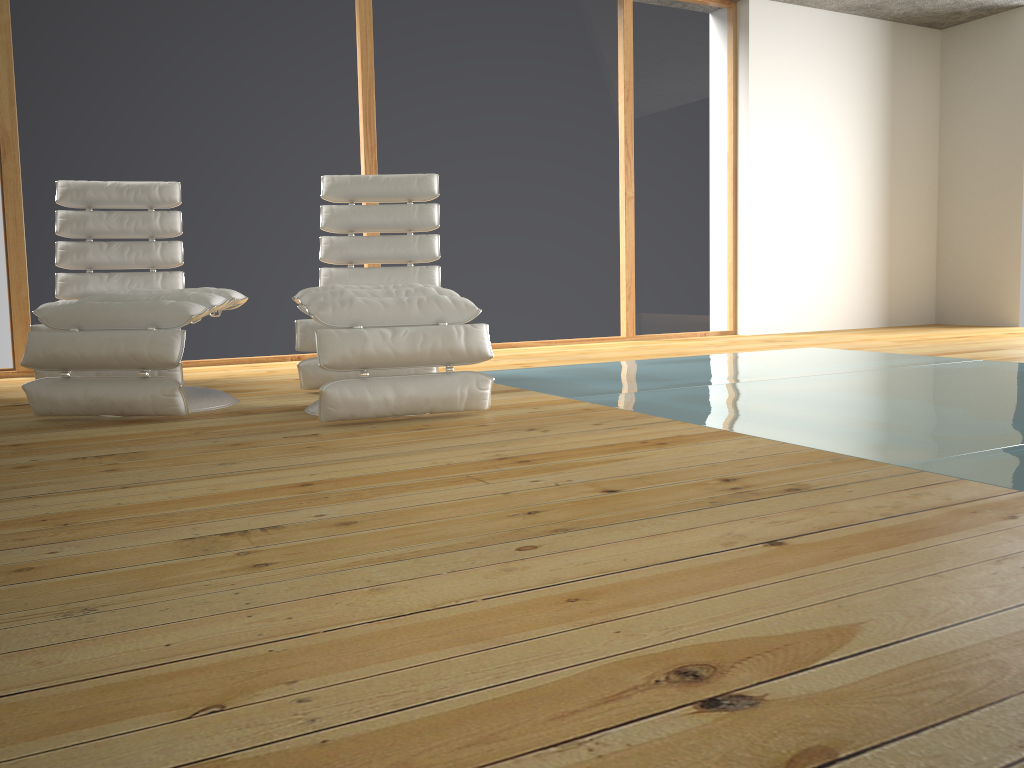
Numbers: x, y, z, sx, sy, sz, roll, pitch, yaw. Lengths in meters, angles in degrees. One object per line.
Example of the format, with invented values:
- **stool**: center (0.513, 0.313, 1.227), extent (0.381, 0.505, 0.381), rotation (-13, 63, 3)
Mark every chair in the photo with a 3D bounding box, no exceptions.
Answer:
- **chair**: center (-1.802, -0.478, 4.031), extent (0.570, 0.966, 0.916), rotation (-3, 6, -18)
- **chair**: center (-0.610, -0.493, 3.954), extent (0.569, 0.966, 0.916), rotation (-1, 6, -3)

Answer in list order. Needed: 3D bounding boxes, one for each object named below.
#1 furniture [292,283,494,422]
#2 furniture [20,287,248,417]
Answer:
- **furniture**: center (-0.441, -0.131, 3.094), extent (0.570, 0.438, 0.687), rotation (-3, 7, -21)
- **furniture**: center (-1.321, -0.130, 3.237), extent (0.569, 0.438, 0.688), rotation (0, 6, 7)
